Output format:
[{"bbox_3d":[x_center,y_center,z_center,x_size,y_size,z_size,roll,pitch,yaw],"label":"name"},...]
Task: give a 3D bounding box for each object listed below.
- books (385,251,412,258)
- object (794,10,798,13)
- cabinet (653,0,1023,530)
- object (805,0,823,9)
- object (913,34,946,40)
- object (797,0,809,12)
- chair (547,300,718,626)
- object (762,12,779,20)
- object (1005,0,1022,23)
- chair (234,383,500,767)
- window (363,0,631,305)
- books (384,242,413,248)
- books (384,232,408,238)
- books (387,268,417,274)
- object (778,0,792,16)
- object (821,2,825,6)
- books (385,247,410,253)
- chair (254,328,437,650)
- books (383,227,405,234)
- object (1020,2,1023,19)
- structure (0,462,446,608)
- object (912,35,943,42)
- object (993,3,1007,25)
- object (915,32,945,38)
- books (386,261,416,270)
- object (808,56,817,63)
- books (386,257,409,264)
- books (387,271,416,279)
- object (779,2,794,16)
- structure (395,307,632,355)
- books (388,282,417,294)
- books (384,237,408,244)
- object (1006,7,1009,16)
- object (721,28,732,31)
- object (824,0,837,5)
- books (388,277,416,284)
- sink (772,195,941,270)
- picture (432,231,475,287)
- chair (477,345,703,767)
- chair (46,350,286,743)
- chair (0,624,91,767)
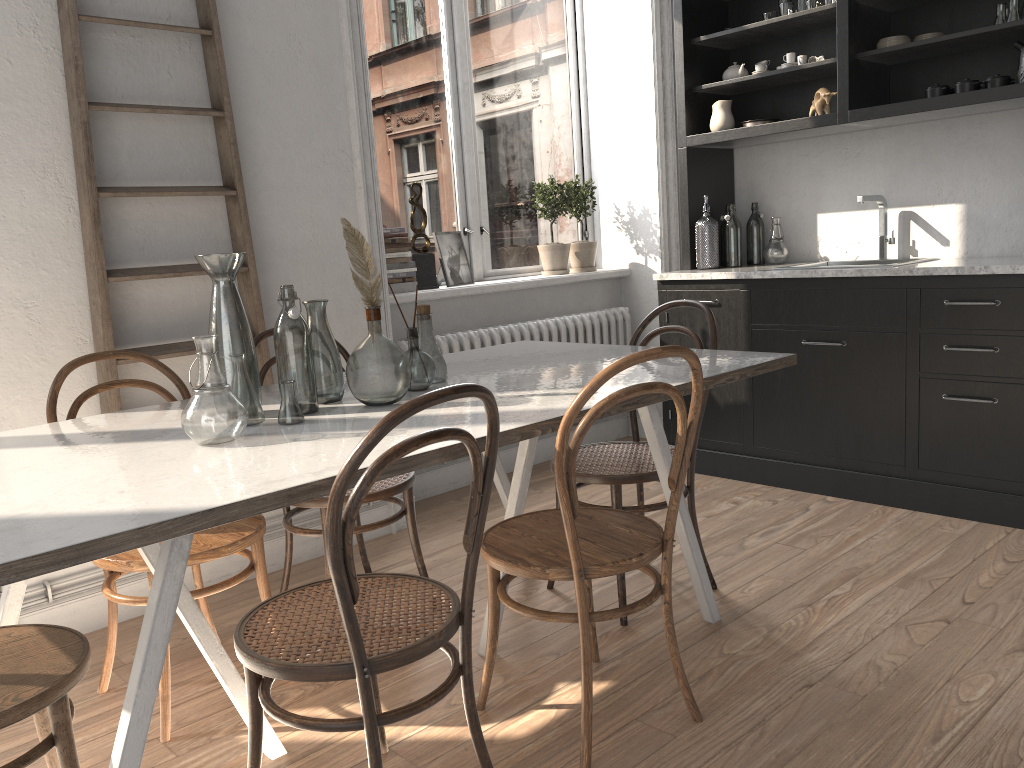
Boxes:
[{"bbox_3d":[-0.583,-0.568,3.939,0.222,0.024,0.158,-12,12,-42],"label":"books"},{"bbox_3d":[1.292,-1.640,3.951,0.071,0.047,0.071,3,11,34],"label":"object"},{"bbox_3d":[1.935,-1.286,3.099,0.634,3.588,3.249,-13,13,-42],"label":"cabinet"},{"bbox_3d":[1.295,-1.616,3.801,0.071,0.047,0.071,-5,9,-5],"label":"object"},{"bbox_3d":[1.704,-1.396,3.620,0.123,0.036,0.123,2,11,34],"label":"object"},{"bbox_3d":[1.268,-1.654,3.861,0.060,0.107,0.060,-6,10,-15],"label":"object"},{"bbox_3d":[0.387,0.215,2.838,0.549,0.922,0.437,-9,11,-30],"label":"chair"},{"bbox_3d":[1.158,-1.634,3.975,0.071,0.047,0.071,-5,9,-5],"label":"object"},{"bbox_3d":[1.853,-1.372,3.273,0.058,0.094,0.058,-4,10,-3],"label":"object"},{"bbox_3d":[-0.278,0.445,1.697,0.549,0.922,0.437,5,13,42],"label":"chair"},{"bbox_3d":[1.920,-7.447,9.952,14.371,15.958,26.385,-13,13,-42],"label":"window"},{"bbox_3d":[-0.588,-0.608,3.922,0.243,0.019,0.174,-12,12,-42],"label":"books"},{"bbox_3d":[-0.588,-0.652,3.919,0.205,0.020,0.155,-12,12,-42],"label":"books"},{"bbox_3d":[-0.582,-0.499,3.944,0.255,0.014,0.192,-11,12,-39],"label":"books"},{"bbox_3d":[1.231,-1.674,3.997,0.060,0.107,0.060,-1,10,15],"label":"object"},{"bbox_3d":[1.347,-1.630,3.866,0.071,0.047,0.071,-6,10,-15],"label":"object"},{"bbox_3d":[-0.583,-0.589,3.929,0.155,0.022,0.205,4,12,42],"label":"books"},{"bbox_3d":[-0.557,0.281,2.823,0.437,0.922,0.549,-11,12,-35],"label":"chair"},{"bbox_3d":[-0.599,-0.673,3.918,0.159,0.024,0.200,3,11,37],"label":"books"},{"bbox_3d":[1.947,-1.420,3.336,0.083,0.158,0.083,-10,11,-32],"label":"object"},{"bbox_3d":[-1.359,-1.464,2.782,5.177,4.480,0.340,-12,13,-42],"label":"structure"},{"bbox_3d":[1.705,-1.388,3.621,0.132,0.038,0.132,-3,9,5],"label":"object"},{"bbox_3d":[1.844,-1.382,3.344,0.058,0.094,0.058,-4,10,-3],"label":"object"},{"bbox_3d":[1.704,-1.404,3.619,0.112,0.036,0.112,-4,9,0],"label":"object"},{"bbox_3d":[-0.585,-0.520,3.941,0.193,0.028,0.245,4,12,42],"label":"books"},{"bbox_3d":[1.327,-1.415,3.898,0.049,0.041,0.056,0,10,20],"label":"object"},{"bbox_3d":[-0.580,-0.544,3.936,0.205,0.022,0.155,-9,10,-28],"label":"books"},{"bbox_3d":[-0.577,-0.477,3.929,0.249,0.023,0.175,-12,12,-42],"label":"books"},{"bbox_3d":[1.210,-1.638,3.909,0.064,0.069,0.064,-3,9,5],"label":"object"},{"bbox_3d":[0.043,-0.031,4.365,1.576,0.553,0.194,-12,13,-42],"label":"structure"},{"bbox_3d":[-0.576,-0.422,3.938,0.247,0.043,0.192,-12,12,-42],"label":"books"},{"bbox_3d":[-0.596,-0.628,3.913,0.231,0.023,0.162,-9,10,-27],"label":"books"},{"bbox_3d":[1.908,-1.399,3.422,0.058,0.094,0.058,0,10,24],"label":"object"},{"bbox_3d":[1.038,-1.668,4.235,0.071,0.047,0.071,-5,9,-5],"label":"object"},{"bbox_3d":[1.344,-1.620,3.741,0.064,0.069,0.064,4,12,39],"label":"object"},{"bbox_3d":[-0.576,-0.455,3.933,0.175,0.023,0.249,5,12,42],"label":"books"},{"bbox_3d":[1.486,-0.551,3.806,0.514,0.505,0.526,-12,13,-42],"label":"sink"},{"bbox_3d":[-0.309,-0.596,4.252,0.149,0.264,0.221,2,11,30],"label":"picture"},{"bbox_3d":[0.171,0.355,2.063,0.437,0.922,0.549,-10,11,-31],"label":"chair"},{"bbox_3d":[-0.918,0.377,2.382,0.549,0.922,0.437,6,13,44],"label":"chair"},{"bbox_3d":[-1.039,0.520,1.549,0.549,0.922,0.437,-10,12,-34],"label":"chair"}]
